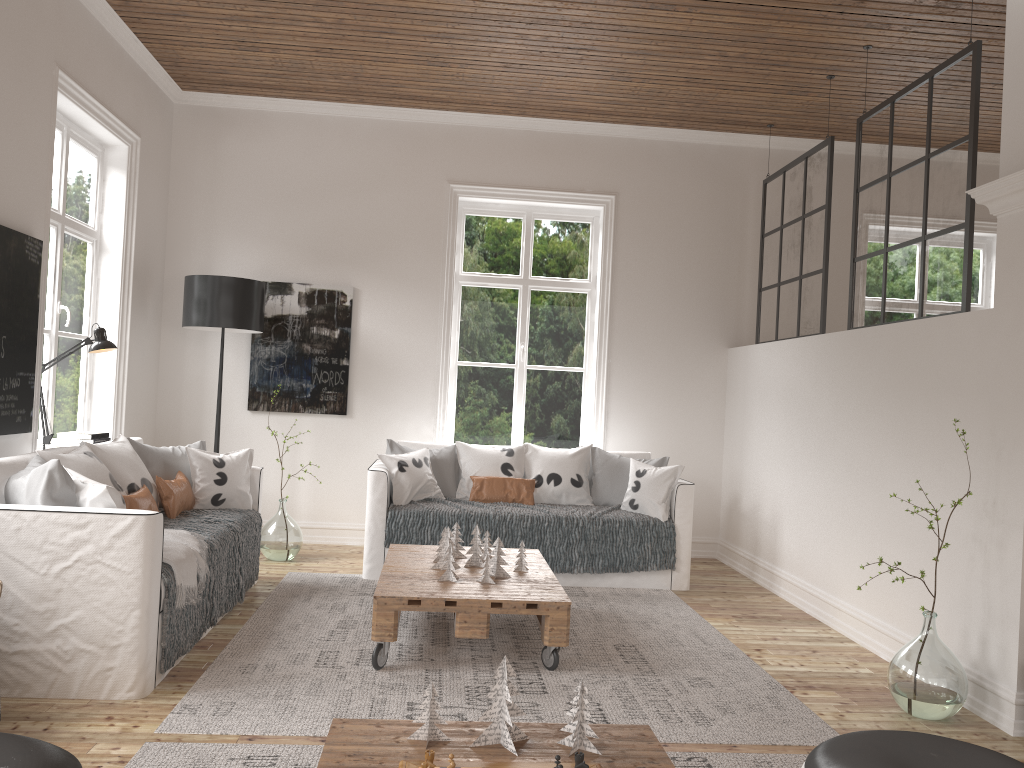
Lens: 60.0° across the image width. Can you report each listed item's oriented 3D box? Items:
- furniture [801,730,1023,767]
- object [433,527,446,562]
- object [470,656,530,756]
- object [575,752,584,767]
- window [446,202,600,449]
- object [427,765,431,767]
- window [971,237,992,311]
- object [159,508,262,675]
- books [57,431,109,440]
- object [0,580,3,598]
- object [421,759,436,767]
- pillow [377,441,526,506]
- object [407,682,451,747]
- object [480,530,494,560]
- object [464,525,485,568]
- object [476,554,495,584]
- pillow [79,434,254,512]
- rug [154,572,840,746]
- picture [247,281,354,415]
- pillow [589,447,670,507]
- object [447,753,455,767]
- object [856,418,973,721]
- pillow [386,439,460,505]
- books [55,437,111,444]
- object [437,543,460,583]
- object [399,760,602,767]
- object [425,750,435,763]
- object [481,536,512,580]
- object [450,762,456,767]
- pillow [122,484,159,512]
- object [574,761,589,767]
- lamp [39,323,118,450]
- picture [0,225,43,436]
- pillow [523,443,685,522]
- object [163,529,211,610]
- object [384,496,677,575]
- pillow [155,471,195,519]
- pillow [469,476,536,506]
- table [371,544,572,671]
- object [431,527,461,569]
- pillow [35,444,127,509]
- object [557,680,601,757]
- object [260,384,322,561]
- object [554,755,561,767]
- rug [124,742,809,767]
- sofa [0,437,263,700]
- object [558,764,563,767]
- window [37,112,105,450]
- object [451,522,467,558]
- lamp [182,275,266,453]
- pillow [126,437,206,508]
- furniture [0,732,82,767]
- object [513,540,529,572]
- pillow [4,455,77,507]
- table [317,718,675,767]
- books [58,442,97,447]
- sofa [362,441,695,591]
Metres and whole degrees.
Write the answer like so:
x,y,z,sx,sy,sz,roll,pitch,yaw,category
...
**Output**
x,y,z,sx,sy,sz,roll,pitch,yaw,category
0.820,0.953,1.723,0.518,0.430,0.518,3,-1,-2,furniture
-0.322,0.762,4.226,0.095,0.164,0.090,3,-1,2,object
-0.019,0.728,2.049,0.118,0.204,0.111,3,-1,19,object
0.138,0.781,1.826,0.019,0.040,0.019,2,-1,29,object
0.083,-0.381,6.534,1.055,1.872,0.120,3,-1,-5,window
-0.161,0.761,1.716,0.022,0.047,0.022,2,-1,27,object
3.133,-0.222,6.782,1.055,1.872,0.120,3,-1,-5,window
-1.595,0.836,3.993,0.651,0.423,1.680,3,-1,-4,object
-2.417,0.290,5.000,0.190,0.028,0.239,3,-1,-3,books
-1.810,0.834,2.713,0.393,0.432,0.393,3,-1,17,object
-0.165,0.763,1.754,0.026,0.044,0.026,2,-1,40,object
-0.373,0.576,5.556,1.020,0.414,0.417,3,-1,-23,pillow
-0.189,0.752,2.043,0.075,0.137,0.079,2,-1,44,object
-0.123,0.782,4.308,0.075,0.147,0.075,3,-1,27,object
-0.165,0.754,4.153,0.107,0.195,0.113,3,-1,2,object
-0.110,0.787,3.793,0.068,0.124,0.072,3,-1,-20,object
-1.731,0.484,4.459,0.403,0.450,1.081,3,-1,19,pillow
-0.093,1.154,4.079,2.254,0.003,2.474,3,-1,-5,rug
-1.480,-0.251,6.223,0.680,0.908,0.041,3,-1,-5,picture
0.739,0.637,5.695,0.546,0.437,0.292,2,-1,29,pillow
-0.123,0.770,1.802,0.017,0.037,0.017,3,-1,15,object
1.472,0.675,3.234,0.515,1.117,0.275,4,-1,-38,object
-0.570,0.567,5.623,0.541,0.431,0.282,3,-1,-31,pillow
-2.423,0.315,5.009,0.212,0.023,0.258,3,-1,-5,books
-0.266,0.761,3.802,0.093,0.161,0.088,3,-1,5,object
-0.006,0.810,1.659,0.429,0.036,0.429,3,-1,-5,object
-0.168,0.766,1.799,0.019,0.040,0.019,2,-1,29,object
-0.067,0.764,3.928,0.097,0.178,0.103,4,-1,-42,object
-0.118,0.769,1.761,0.017,0.037,0.017,3,-1,15,object
-1.661,0.576,3.923,0.116,0.220,0.414,3,-1,-4,pillow
0.139,0.779,1.781,0.026,0.044,0.026,2,-1,40,object
-2.264,0.032,4.564,0.439,0.703,0.196,3,-1,-5,lamp
-2.237,-0.229,3.853,0.041,0.908,0.680,3,-1,-5,picture
0.560,0.616,5.605,1.081,0.450,0.403,3,-1,19,pillow
-1.562,0.696,3.555,0.729,0.255,0.588,3,-1,-1,object
0.097,0.901,5.480,1.704,0.390,0.656,3,-1,-4,object
-1.676,0.557,4.429,0.117,0.235,0.414,3,-1,-5,pillow
-0.058,0.670,5.519,0.420,0.179,0.127,3,-1,-3,pillow
-0.213,0.998,4.065,0.821,0.300,1.189,3,-1,-5,table
-0.299,0.747,4.053,0.106,0.193,0.112,3,-1,23,object
-1.681,0.481,3.525,0.417,0.414,1.020,3,-1,-23,pillow
0.157,0.758,2.038,0.082,0.160,0.082,3,-1,-16,object
-1.417,0.563,5.738,0.275,1.117,0.515,3,-1,12,object
0.093,0.780,1.820,0.017,0.037,0.017,3,-1,15,object
0.115,1.129,1.538,2.254,0.003,2.474,3,-1,-5,rug
-1.742,0.681,3.973,0.866,0.776,1.960,3,-1,-5,sofa
0.096,0.780,1.774,0.017,0.037,0.017,3,-1,15,object
-2.494,-0.535,4.904,0.120,1.872,1.055,3,-1,-5,window
-0.275,0.760,4.333,0.090,0.176,0.090,4,-1,-43,object
-1.888,0.209,5.703,0.499,1.754,0.499,3,-1,-8,lamp
-1.822,0.492,4.638,0.292,0.437,0.546,2,-1,29,pillow
-0.993,0.857,1.470,0.518,0.430,0.518,3,-1,16,furniture
0.045,0.790,4.089,0.072,0.142,0.073,3,-1,3,object
-1.749,0.474,3.327,0.282,0.431,0.541,3,-1,-31,pillow
0.001,0.974,1.586,0.821,0.300,1.189,3,-1,-5,table
-2.415,0.338,5.001,0.191,0.023,0.242,3,-1,-7,books
0.084,0.797,5.627,1.960,0.776,0.866,3,-1,-5,sofa
